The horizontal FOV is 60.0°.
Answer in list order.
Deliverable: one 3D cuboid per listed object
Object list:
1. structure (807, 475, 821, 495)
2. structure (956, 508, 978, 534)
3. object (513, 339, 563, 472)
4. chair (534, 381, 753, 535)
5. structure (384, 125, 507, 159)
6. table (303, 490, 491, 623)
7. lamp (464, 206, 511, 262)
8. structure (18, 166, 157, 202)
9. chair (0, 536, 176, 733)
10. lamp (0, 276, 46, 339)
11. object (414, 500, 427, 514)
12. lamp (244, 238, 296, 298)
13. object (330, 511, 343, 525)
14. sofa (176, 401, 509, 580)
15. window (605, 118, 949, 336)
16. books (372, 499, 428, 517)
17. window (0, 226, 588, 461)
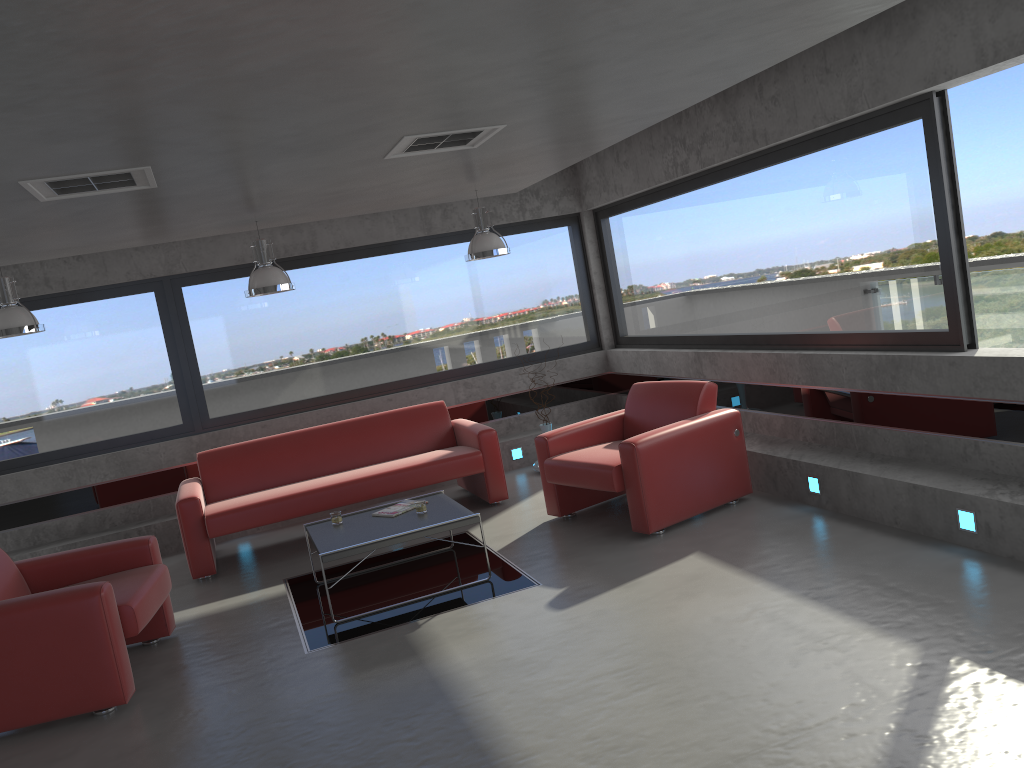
[{"bbox_3d":[2.014,0.674,5.917,0.004,0.123,0.123,-12,6,-18],"label":"structure"},{"bbox_3d":[2.421,0.728,4.720,0.004,0.123,0.123,-12,6,-18],"label":"structure"},{"bbox_3d":[0.321,0.190,8.571,0.466,1.289,0.531,-11,6,-5],"label":"object"},{"bbox_3d":[0.896,0.487,6.536,1.130,0.854,1.196,-14,7,-33],"label":"chair"},{"bbox_3d":[-0.400,-1.443,4.869,0.563,0.240,0.563,-12,6,-18],"label":"structure"},{"bbox_3d":[-0.788,1.109,5.897,1.018,0.436,0.994,-12,6,-18],"label":"table"},{"bbox_3d":[-0.240,-1.271,7.437,0.389,0.422,0.388,-13,7,-29],"label":"lamp"},{"bbox_3d":[-2.066,-1.087,4.320,0.563,0.240,0.563,-12,6,-18],"label":"structure"},{"bbox_3d":[-2.596,1.272,5.016,1.130,0.854,1.196,-11,6,-8],"label":"chair"},{"bbox_3d":[-3.590,-0.555,6.331,0.388,0.422,0.389,-12,6,-18],"label":"lamp"},{"bbox_3d":[-0.610,0.823,5.942,0.079,0.077,0.079,-11,6,-10],"label":"object"},{"bbox_3d":[-1.915,-0.913,6.884,0.388,0.422,0.389,-12,6,-18],"label":"lamp"},{"bbox_3d":[-1.199,0.916,6.061,0.079,0.077,0.079,-14,7,-35],"label":"object"},{"bbox_3d":[-1.456,0.799,7.562,2.626,0.854,1.120,-12,6,-18],"label":"sofa"},{"bbox_3d":[1.802,-1.046,7.329,0.003,1.364,4.583,-12,6,-18],"label":"window"},{"bbox_3d":[-0.776,0.859,6.151,0.228,0.022,0.326,-5,8,42],"label":"books"},{"bbox_3d":[-2.873,-0.323,8.395,7.800,1.364,0.003,-12,6,-18],"label":"window"}]
